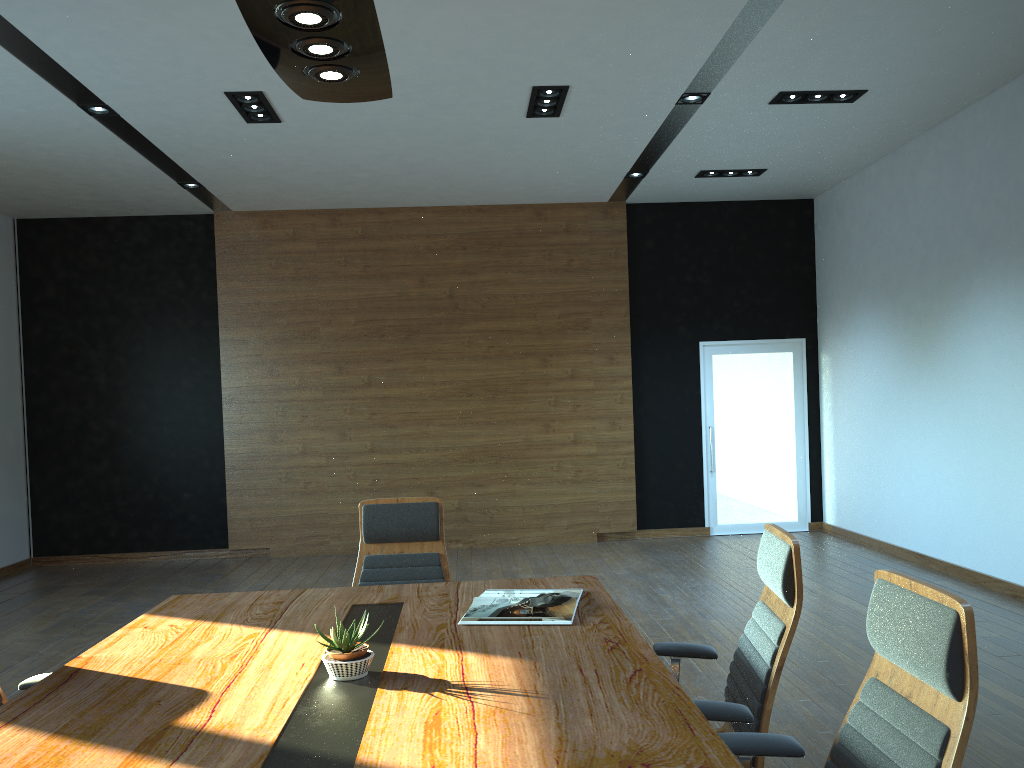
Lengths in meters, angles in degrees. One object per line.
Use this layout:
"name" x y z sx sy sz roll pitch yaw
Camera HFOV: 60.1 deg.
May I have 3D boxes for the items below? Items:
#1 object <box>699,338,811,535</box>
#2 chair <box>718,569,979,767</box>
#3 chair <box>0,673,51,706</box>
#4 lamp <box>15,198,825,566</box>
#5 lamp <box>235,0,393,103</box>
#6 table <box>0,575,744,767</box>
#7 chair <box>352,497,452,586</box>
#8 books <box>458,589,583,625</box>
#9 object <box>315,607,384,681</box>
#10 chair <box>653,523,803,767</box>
"object" 2.714 0.593 9.965 1.197 2.162 0.200 -2 1 -3
"chair" 0.603 1.007 1.942 0.696 1.128 0.706 -2 1 -3
"chair" -1.588 1.107 2.725 0.696 1.128 0.705 -2 1 12
"lamp" -1.115 -0.113 7.143 9.390 3.711 16.682 -2 -1 -3
"lamp" -0.541 -1.503 2.386 0.340 1.200 1.196 -2 0 -3
"table" -0.370 1.182 1.008 1.784 0.797 5.541 -2 -1 -3
"chair" -0.502 1.094 3.891 0.706 1.128 0.695 -2 1 -1
"books" 0.047 0.800 3.256 0.389 0.033 0.544 -2 -1 9
"object" -0.467 0.732 2.504 0.177 0.188 0.153 -2 0 -28
"chair" 0.552 1.029 2.809 0.696 1.128 0.706 -2 1 4
